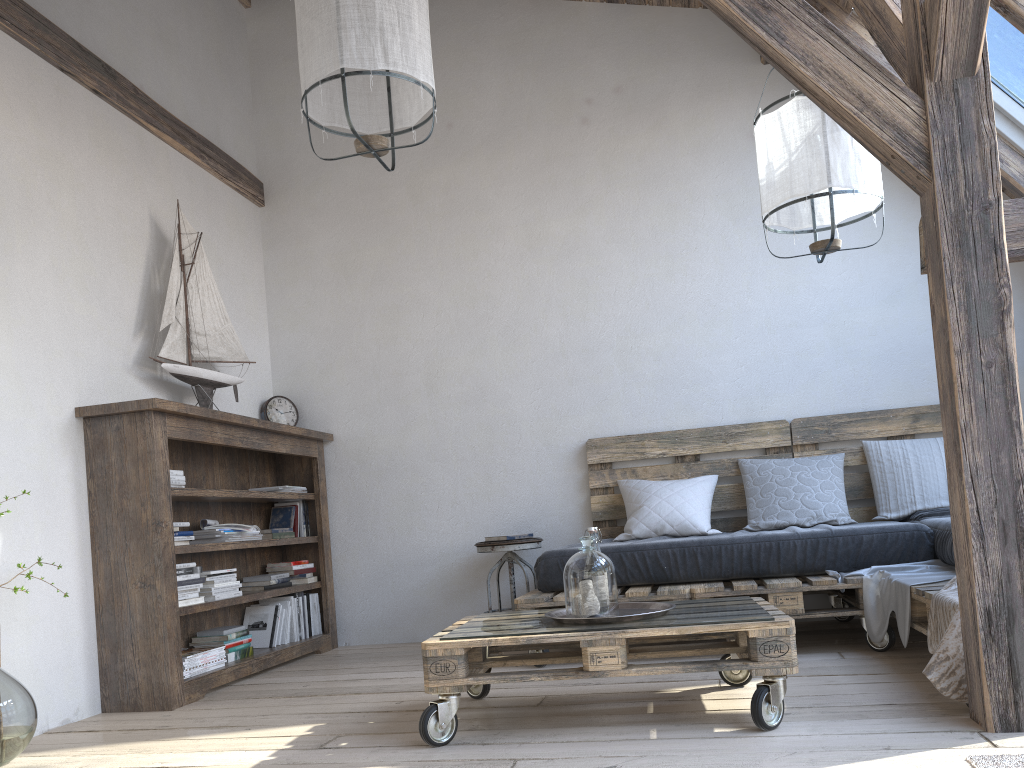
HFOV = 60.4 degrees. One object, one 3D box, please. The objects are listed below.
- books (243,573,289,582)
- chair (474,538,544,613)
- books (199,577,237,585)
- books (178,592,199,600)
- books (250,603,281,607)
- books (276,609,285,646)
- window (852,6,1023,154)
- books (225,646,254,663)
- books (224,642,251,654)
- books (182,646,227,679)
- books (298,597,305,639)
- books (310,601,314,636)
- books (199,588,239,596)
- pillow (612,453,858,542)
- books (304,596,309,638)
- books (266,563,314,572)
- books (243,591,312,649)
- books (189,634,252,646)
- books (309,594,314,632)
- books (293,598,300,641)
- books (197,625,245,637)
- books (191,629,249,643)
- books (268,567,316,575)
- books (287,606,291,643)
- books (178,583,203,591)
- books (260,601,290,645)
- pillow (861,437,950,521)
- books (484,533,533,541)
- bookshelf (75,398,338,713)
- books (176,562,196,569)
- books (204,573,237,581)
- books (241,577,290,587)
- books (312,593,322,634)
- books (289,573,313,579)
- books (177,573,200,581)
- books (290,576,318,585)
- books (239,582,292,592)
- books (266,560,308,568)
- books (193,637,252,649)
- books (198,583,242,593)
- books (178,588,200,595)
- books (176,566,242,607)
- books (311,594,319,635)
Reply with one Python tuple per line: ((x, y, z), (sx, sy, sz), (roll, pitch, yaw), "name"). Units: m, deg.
((-1.231, 0.969, 4.406), (0.152, 0.024, 0.230), (-6, -9, 7), "books")
((0.004, 1.045, 4.447), (0.355, 0.516, 0.355), (-6, -4, 15), "chair")
((-1.325, 0.872, 3.880), (0.140, 0.018, 0.186), (-6, -9, 11), "books")
((-1.402, 0.869, 3.568), (0.158, 0.021, 0.221), (-6, -9, 11), "books")
((-1.235, 1.196, 4.354), (0.157, 0.204, 0.108), (-6, -4, 12), "books")
((-1.199, 1.208, 4.359), (0.140, 0.174, 0.095), (-6, -4, 12), "books")
((2.038, -1.267, 3.461), (1.099, 1.267, 0.861), (-6, -4, 12), "window")
((-1.297, 1.220, 3.957), (0.174, 0.038, 0.225), (-6, -9, 11), "books")
((-1.297, 1.191, 3.960), (0.158, 0.021, 0.227), (-6, -9, 7), "books")
((-1.357, 1.147, 3.624), (0.238, 0.087, 0.319), (-6, -9, 11), "books")
((-1.158, 1.216, 4.558), (0.158, 0.218, 0.021), (-6, -2, 12), "books")
((-1.126, 1.250, 4.677), (0.140, 0.184, 0.018), (-6, -2, 12), "books")
((-1.329, 0.917, 3.869), (0.157, 0.017, 0.221), (-6, -9, 11), "books")
((1.041, 0.531, 4.206), (1.132, 0.352, 0.353), (-6, -6, 12), "pillow")
((-1.144, 1.221, 4.596), (0.157, 0.218, 0.017), (-6, -2, 12), "books")
((-1.173, 0.971, 4.652), (0.158, 0.021, 0.220), (-7, -9, 15), "books")
((-1.199, 1.193, 4.473), (0.202, 0.246, 0.414), (-6, -7, 12), "books")
((-1.312, 1.156, 3.973), (0.174, 0.013, 0.232), (-7, -9, 14), "books")
((-1.141, 1.238, 4.702), (0.158, 0.218, 0.021), (-6, -2, 12), "books")
((-1.167, 1.206, 4.487), (0.157, 0.218, 0.017), (-6, -2, 12), "books")
((-1.312, 1.115, 3.979), (0.133, 0.021, 0.201), (-6, -9, 10), "books")
((-1.315, 1.137, 3.972), (0.174, 0.025, 0.223), (-6, -9, 6), "books")
((-1.164, 0.995, 4.658), (0.162, 0.026, 0.204), (-8, -9, 19), "books")
((-1.180, 1.214, 4.425), (0.140, 0.182, 0.065), (-6, -3, 12), "books")
((-1.386, 0.829, 3.560), (0.158, 0.017, 0.221), (-7, -9, 16), "books")
((-1.192, 1.195, 4.392), (0.157, 0.210, 0.091), (-6, -3, 12), "books")
((2.119, 0.399, 4.010), (0.974, 0.396, 0.388), (-9, -7, 28), "pillow")
((-0.015, 0.773, 4.435), (0.151, 0.021, 0.205), (-12, -12, 40), "books")
((-1.283, 0.765, 4.094), (0.349, 1.163, 1.638), (-5, -7, 11), "bookshelf")
((-1.394, 0.742, 3.566), (0.140, 0.018, 0.186), (-6, -9, 11), "books")
((-1.352, 0.860, 3.895), (0.158, 0.017, 0.221), (-7, -9, 16), "books")
((-1.230, 0.991, 4.403), (0.160, 0.022, 0.213), (-6, -9, 11), "books")
((-1.111, 1.243, 4.748), (0.157, 0.219, 0.036), (-6, -2, 12), "books")
((-1.169, 1.017, 4.647), (0.204, 0.021, 0.151), (-5, -9, 1), "books")
((-1.394, 0.791, 3.572), (0.157, 0.021, 0.221), (-6, -9, 6), "books")
((-1.160, 1.043, 4.651), (0.219, 0.030, 0.163), (-5, -9, 5), "books")
((-1.228, 1.013, 4.395), (0.152, 0.024, 0.229), (-8, -10, 20), "books")
((-1.191, 0.954, 4.673), (0.143, 0.019, 0.203), (-6, -9, 11), "books")
((-1.299, 1.170, 3.960), (0.158, 0.021, 0.226), (-6, -9, 12), "books")
((-1.325, 0.903, 3.887), (0.158, 0.017, 0.221), (-7, -9, 16), "books")
((-1.398, 0.850, 3.573), (0.157, 0.017, 0.221), (-6, -9, 11), "books")
((-1.376, 0.853, 3.732), (0.207, 0.150, 0.554), (-6, -9, 11), "books")
((-1.119, 1.239, 4.720), (0.158, 0.218, 0.021), (-6, -2, 12), "books")
